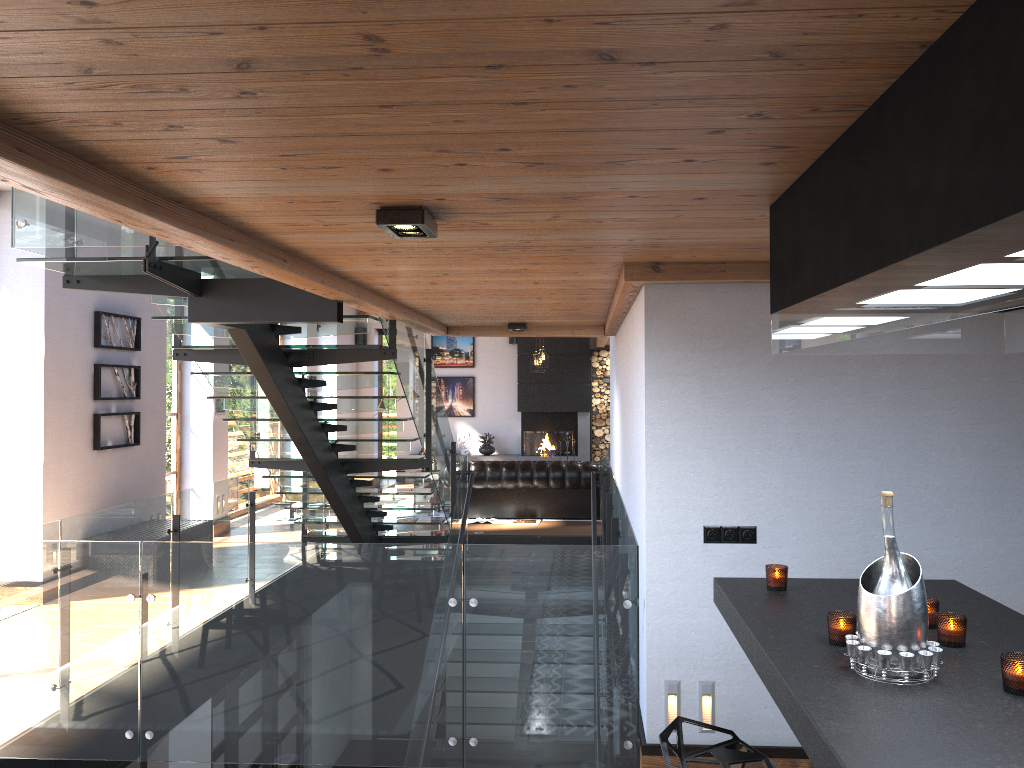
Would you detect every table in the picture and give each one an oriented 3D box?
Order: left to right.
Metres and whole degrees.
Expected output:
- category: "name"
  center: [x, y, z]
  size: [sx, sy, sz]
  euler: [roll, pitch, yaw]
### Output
- category: "table"
  center: [-1.249, 1.611, 13.338]
  size: [0.405, 0.609, 0.418]
  euler: [0, -1, 4]

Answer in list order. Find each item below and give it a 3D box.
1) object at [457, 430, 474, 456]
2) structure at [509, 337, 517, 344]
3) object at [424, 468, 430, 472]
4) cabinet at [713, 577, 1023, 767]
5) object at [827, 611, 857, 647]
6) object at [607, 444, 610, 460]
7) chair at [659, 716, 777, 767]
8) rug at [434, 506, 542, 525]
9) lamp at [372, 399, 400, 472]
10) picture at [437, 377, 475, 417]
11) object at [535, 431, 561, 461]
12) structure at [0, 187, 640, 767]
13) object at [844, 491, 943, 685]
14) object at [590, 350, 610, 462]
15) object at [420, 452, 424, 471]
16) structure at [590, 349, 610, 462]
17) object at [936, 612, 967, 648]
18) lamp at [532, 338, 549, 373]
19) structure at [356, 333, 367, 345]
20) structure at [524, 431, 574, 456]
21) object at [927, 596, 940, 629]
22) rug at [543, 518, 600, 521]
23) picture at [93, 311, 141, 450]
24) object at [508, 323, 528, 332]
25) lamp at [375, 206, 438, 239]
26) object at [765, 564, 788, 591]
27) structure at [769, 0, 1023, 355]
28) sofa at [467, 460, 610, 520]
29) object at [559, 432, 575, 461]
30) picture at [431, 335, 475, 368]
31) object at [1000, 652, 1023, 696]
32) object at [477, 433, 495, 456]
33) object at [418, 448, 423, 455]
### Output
- category: "object"
  center: [-0.937, 1.156, 17.504]
  size: [0.262, 0.532, 0.423]
  euler: [0, -1, -27]
- category: "structure"
  center: [0.040, -0.970, 17.753]
  size: [0.213, 0.349, 0.214]
  euler: [0, -1, 4]
- category: "object"
  center: [-1.276, 1.167, 13.273]
  size: [0.086, 0.286, 0.089]
  euler: [-1, -2, 44]
- category: "cabinet"
  center: [1.006, 1.261, 0.914]
  size: [0.887, 1.104, 4.808]
  euler: [0, 0, 5]
- category: "object"
  center: [0.917, 0.680, 2.464]
  size: [0.080, 0.081, 0.078]
  euler: [0, -1, -31]
- category: "object"
  center: [1.859, 1.550, 17.105]
  size: [0.269, 0.795, 0.262]
  euler: [0, -1, -13]
- category: "chair"
  center: [0.645, 1.403, 2.417]
  size: [0.468, 0.839, 0.539]
  euler: [0, -1, 4]
- category: "rug"
  center: [-1.386, 1.888, 13.324]
  size: [3.801, 0.053, 2.436]
  euler: [0, 0, 4]
- category: "lamp"
  center: [-2.293, 0.998, 16.777]
  size: [0.522, 1.899, 1.334]
  euler: [-1, -1, 25]
- category: "picture"
  center: [-1.194, 0.262, 17.878]
  size: [0.878, 0.816, 0.036]
  euler: [0, -1, 3]
- category: "object"
  center: [0.618, 1.156, 14.257]
  size: [0.404, 0.808, 0.623]
  euler: [0, -1, 15]
- category: "structure"
  center: [-3.607, 1.477, 6.100]
  size: [9.196, 6.400, 11.041]
  euler: [0, -1, 4]
- category: "object"
  center: [0.946, 0.493, 2.208]
  size: [0.226, 0.452, 0.225]
  euler: [0, -1, 4]
- category: "object"
  center: [1.784, 0.640, 17.449]
  size: [0.493, 2.612, 0.467]
  euler: [0, -1, 4]
- category: "object"
  center: [-1.336, 1.168, 13.342]
  size: [0.087, 0.286, 0.088]
  euler: [0, -1, 17]
- category: "structure"
  center: [1.790, 0.634, 17.440]
  size: [0.501, 2.618, 0.512]
  euler: [0, -1, 4]
- category: "object"
  center: [1.215, 0.679, 2.450]
  size: [0.080, 0.081, 0.078]
  euler: [0, -1, -31]
- category: "lamp"
  center: [0.452, -1.300, 14.934]
  size: [0.262, 2.202, 0.801]
  euler: [0, -1, -4]
- category: "structure"
  center: [-3.051, -0.962, 17.933]
  size: [0.213, 0.349, 0.214]
  euler: [0, -1, 4]
- category: "structure"
  center: [0.712, 1.185, 17.359]
  size: [0.981, 0.514, 0.183]
  euler: [0, -1, 3]
- category: "object"
  center: [1.231, 0.681, 2.639]
  size: [0.080, 0.081, 0.078]
  euler: [0, -1, -31]
- category: "rug"
  center: [1.823, 1.889, 14.243]
  size: [2.427, 0.053, 4.051]
  euler: [0, 0, 5]
- category: "picture"
  center: [-3.880, -0.029, 8.734]
  size: [0.059, 1.312, 0.775]
  euler: [0, -1, 5]
- category: "object"
  center: [0.051, -0.494, 7.613]
  size: [0.155, 0.068, 0.261]
  euler: [0, 0, 4]
- category: "lamp"
  center: [-0.339, -0.529, 2.880]
  size: [0.155, 0.068, 0.261]
  euler: [0, 0, 4]
- category: "object"
  center: [0.937, 0.685, 3.136]
  size: [0.078, 0.081, 0.080]
  euler: [-1, -1, 39]
- category: "structure"
  center: [1.028, -0.342, 1.134]
  size: [0.710, 0.476, 3.255]
  euler: [0, 0, 5]
- category: "sofa"
  center: [0.234, 1.488, 12.737]
  size: [2.563, 0.838, 1.241]
  euler: [0, -1, 3]
- category: "object"
  center: [1.063, 1.434, 16.959]
  size: [0.311, 1.018, 0.304]
  euler: [1, -2, -41]
- category: "picture"
  center: [-1.195, -0.733, 17.899]
  size: [0.878, 0.816, 0.036]
  euler: [0, -1, 3]
- category: "object"
  center: [1.183, 0.676, 2.067]
  size: [0.080, 0.081, 0.078]
  euler: [0, -1, -31]
- category: "object"
  center: [-0.497, 1.183, 17.543]
  size: [0.338, 0.455, 0.337]
  euler: [-1, -1, 30]
- category: "object"
  center: [-1.688, 1.327, 17.614]
  size: [0.229, 0.183, 0.400]
  euler: [1, -1, -42]
